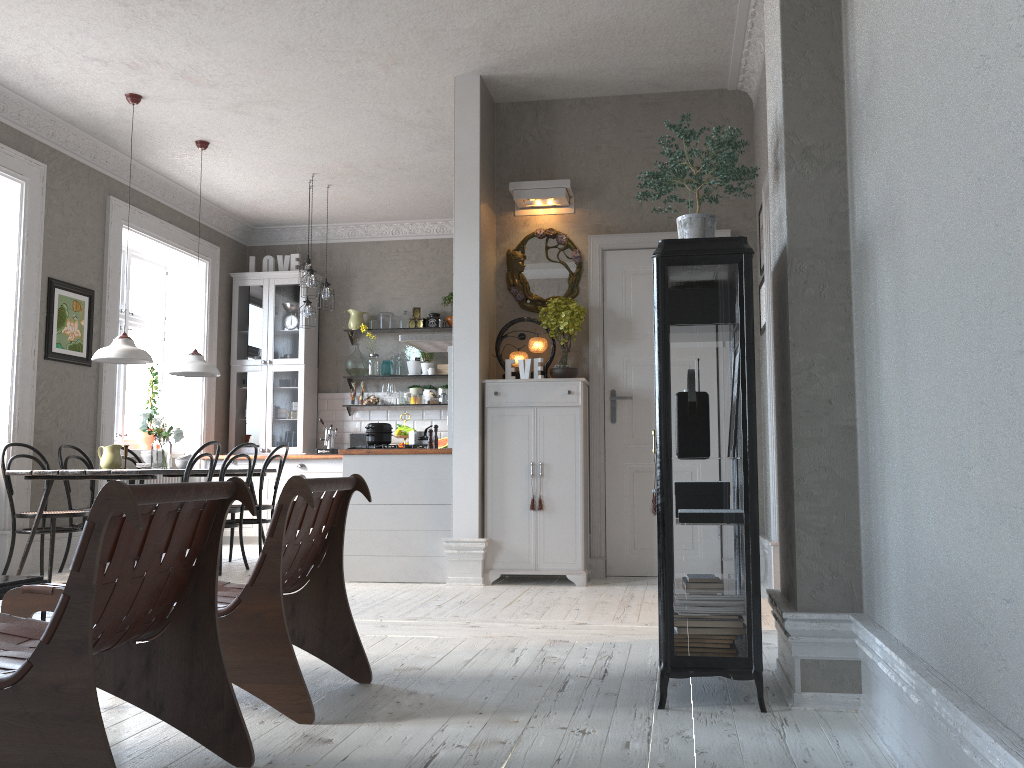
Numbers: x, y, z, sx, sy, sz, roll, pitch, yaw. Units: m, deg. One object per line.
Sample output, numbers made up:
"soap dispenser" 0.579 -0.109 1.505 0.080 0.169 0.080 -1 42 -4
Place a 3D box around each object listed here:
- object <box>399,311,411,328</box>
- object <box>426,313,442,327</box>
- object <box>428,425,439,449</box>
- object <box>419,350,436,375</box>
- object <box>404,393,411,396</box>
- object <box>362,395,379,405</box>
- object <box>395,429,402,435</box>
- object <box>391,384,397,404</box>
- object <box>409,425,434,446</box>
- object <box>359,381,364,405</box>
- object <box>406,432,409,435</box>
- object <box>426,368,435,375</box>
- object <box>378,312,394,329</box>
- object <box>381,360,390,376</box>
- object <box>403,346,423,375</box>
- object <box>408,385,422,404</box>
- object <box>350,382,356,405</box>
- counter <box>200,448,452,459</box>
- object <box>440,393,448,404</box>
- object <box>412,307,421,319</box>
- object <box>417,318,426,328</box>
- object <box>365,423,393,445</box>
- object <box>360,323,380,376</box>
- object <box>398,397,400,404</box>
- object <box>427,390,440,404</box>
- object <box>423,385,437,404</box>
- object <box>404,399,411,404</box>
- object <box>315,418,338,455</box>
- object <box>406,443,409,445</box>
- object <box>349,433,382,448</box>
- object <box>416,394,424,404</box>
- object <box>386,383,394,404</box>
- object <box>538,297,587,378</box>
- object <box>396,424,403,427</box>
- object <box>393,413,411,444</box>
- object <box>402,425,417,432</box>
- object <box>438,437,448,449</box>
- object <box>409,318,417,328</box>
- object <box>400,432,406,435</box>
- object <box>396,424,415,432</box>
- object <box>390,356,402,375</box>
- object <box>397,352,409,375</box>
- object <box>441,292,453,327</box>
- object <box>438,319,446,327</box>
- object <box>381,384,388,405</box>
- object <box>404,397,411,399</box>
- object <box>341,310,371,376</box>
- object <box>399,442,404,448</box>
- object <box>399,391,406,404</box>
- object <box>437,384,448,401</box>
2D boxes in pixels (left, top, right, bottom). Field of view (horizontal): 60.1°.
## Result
"object" -1.120 -0.660 9.308 0.142 0.220 0.137 3 -6 -31
"object" -0.805 -0.649 9.204 0.141 0.174 0.143 -1 -5 9
"object" -0.522 0.346 5.866 0.072 0.167 0.036 -1 -5 9
"object" -0.876 -0.273 9.137 0.187 0.380 0.166 3 -6 -30
"object" -1.067 0.122 9.057 0.077 0.051 0.077 0 -5 -5
"object" -1.461 0.167 9.176 0.178 0.111 0.095 1 -5 -14
"object" -1.135 0.488 8.857 0.058 0.069 0.080 -3 -6 29
"object" -1.236 0.112 9.184 0.082 0.217 0.081 0 -5 -5
"object" -0.595 0.363 6.192 0.297 0.134 0.178 -5 -7 44
"object" -1.558 0.097 9.222 0.063 0.264 0.052 5 -7 -44
"object" -1.031 0.514 8.889 0.076 0.062 0.099 1 -6 -17
"object" -0.822 -0.127 9.050 0.104 0.071 0.064 -5 -7 39
"object" -1.314 -0.648 9.239 0.176 0.184 0.168 5 -7 -41
"object" -1.302 -0.157 9.241 0.125 0.172 0.127 -1 -5 13
"object" -0.997 -0.254 9.206 0.241 0.354 0.238 -3 -6 27
"object" -1.008 0.110 9.178 0.158 0.217 0.155 1 -5 -11
"object" -1.659 0.100 9.252 0.054 0.264 0.060 2 -6 -19
"counter" -1.610 0.610 7.555 3.141 0.039 3.412 -1 -5 9
"object" -0.693 0.149 9.028 0.077 0.108 0.078 0 -5 3
"object" -0.990 -0.732 9.179 0.083 0.113 0.082 1 -5 -11
"object" -0.935 -0.621 9.170 0.081 0.113 0.084 -2 -6 19
"object" -0.902 0.340 6.006 0.192 0.147 0.191 1 -5 -11
"object" -1.468 -0.352 9.137 0.191 0.540 0.281 0 -5 2
"object" -1.142 0.178 9.183 0.076 0.083 0.079 -3 -6 27
"object" -0.797 0.136 9.063 0.120 0.147 0.099 2 -6 -23
"object" -0.853 0.112 9.164 0.170 0.214 0.150 -4 -7 39
"object" -1.067 0.182 9.051 0.077 0.051 0.077 0 -5 2
"object" -1.876 0.541 8.980 0.204 0.370 0.355 -1 -5 10
"object" -1.033 0.627 8.850 0.087 0.078 0.089 -4 -7 36
"object" -1.477 0.613 9.003 0.349 0.226 0.088 -1 -5 8
"object" -0.943 0.156 9.091 0.077 0.108 0.078 0 -5 3
"object" -1.250 0.104 9.096 0.082 0.217 0.081 0 -5 -5
"object" 0.348 -0.296 5.808 0.291 0.553 0.348 -5 -7 43
"object" -1.130 0.428 8.910 0.073 0.058 0.050 1 -5 -14
"object" -1.075 0.506 8.917 0.353 0.425 0.350 0 -5 -6
"object" -1.025 0.463 8.957 0.177 0.096 0.090 -3 -6 29
"object" -0.689 0.608 8.677 0.231 0.174 0.221 -3 -6 31
"object" -1.021 -0.619 9.186 0.082 0.113 0.083 -1 -5 9
"object" -1.092 0.511 8.863 0.063 0.061 0.067 -1 -5 9
"object" -1.066 0.448 8.895 0.208 0.101 0.068 -2 -6 15
"object" -1.197 -0.184 9.137 0.122 0.206 0.127 -3 -6 32
"object" -1.147 -0.199 9.285 0.130 0.264 0.133 -1 -5 15
"object" -0.584 -0.768 9.135 0.256 0.397 0.246 -4 -6 34
"object" -0.714 -0.621 9.088 0.093 0.096 0.075 -1 -5 10
"object" -1.320 0.114 9.201 0.082 0.217 0.081 0 -5 -5
"object" -1.067 0.165 9.053 0.077 0.051 0.077 0 -5 2
"object" -1.632 -0.413 9.212 0.339 0.674 0.333 2 -6 -22
"object" -1.086 0.632 8.780 0.114 0.110 0.110 2 -6 -23
"object" -1.126 0.144 9.108 0.080 0.139 0.078 2 -6 -18
"object" -0.689 0.111 9.148 0.158 0.213 0.153 -1 -5 7
